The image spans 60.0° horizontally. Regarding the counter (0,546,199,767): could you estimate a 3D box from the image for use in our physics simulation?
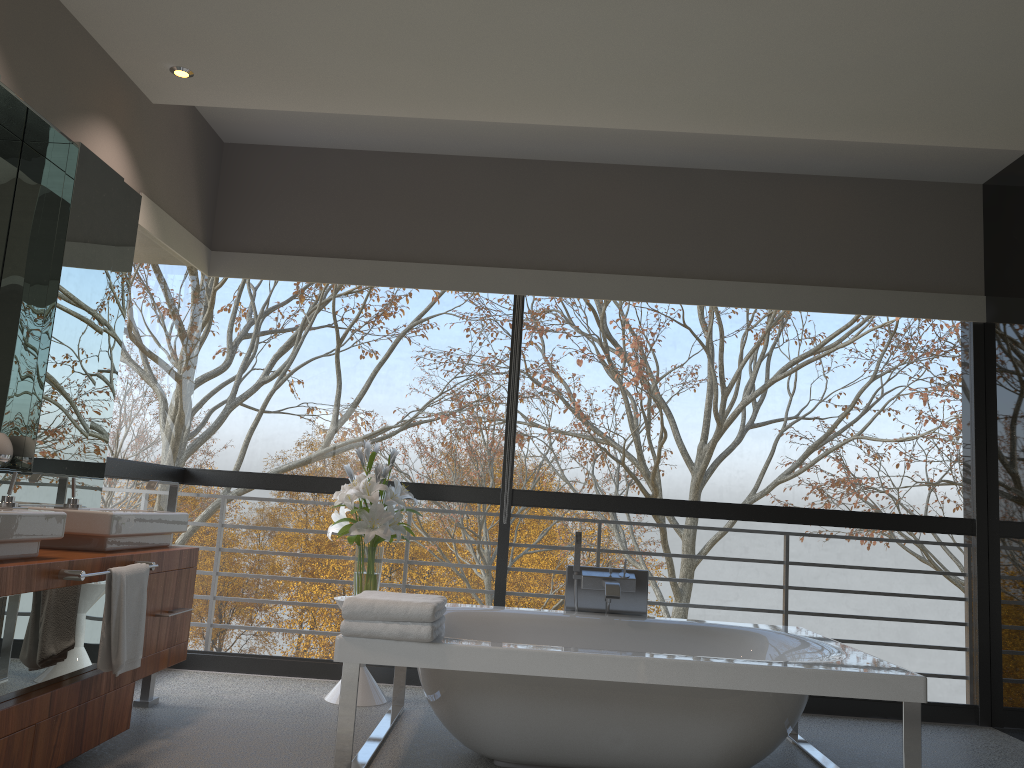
[{"bbox_3d":[-1.610,0.927,2.974,0.524,0.705,1.845,4,-8,1],"label":"counter"}]

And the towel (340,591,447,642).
[{"bbox_3d":[-0.402,0.813,3.090,0.322,0.145,0.305,3,-8,4],"label":"towel"}]

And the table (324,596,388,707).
[{"bbox_3d":[-0.746,1.308,4.375,0.307,0.479,0.307,6,-9,-15],"label":"table"}]

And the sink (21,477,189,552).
[{"bbox_3d":[-1.621,0.526,3.591,0.352,0.266,0.749,4,-8,1],"label":"sink"}]

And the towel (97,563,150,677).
[{"bbox_3d":[-1.330,0.811,3.064,0.079,0.369,0.302,3,-9,2],"label":"towel"}]

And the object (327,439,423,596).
[{"bbox_3d":[-0.718,0.677,4.468,0.450,0.797,0.459,-1,-10,29],"label":"object"}]

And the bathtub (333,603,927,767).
[{"bbox_3d":[0.382,1.247,3.549,1.958,0.505,1.325,4,-8,1],"label":"bathtub"}]

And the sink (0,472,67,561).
[{"bbox_3d":[-1.638,0.370,2.542,0.352,0.266,0.749,4,-8,1],"label":"sink"}]

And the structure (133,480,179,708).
[{"bbox_3d":[-1.605,0.929,3.943,0.069,0.990,0.302,4,-9,1],"label":"structure"}]

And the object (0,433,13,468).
[{"bbox_3d":[-1.933,0.246,3.300,0.136,0.131,0.136,-4,-12,43],"label":"object"}]

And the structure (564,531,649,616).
[{"bbox_3d":[0.447,1.155,4.174,0.402,0.886,0.329,4,-9,1],"label":"structure"}]

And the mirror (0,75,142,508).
[{"bbox_3d":[-1.923,-0.228,3.186,0.253,1.620,1.787,4,-9,1],"label":"mirror"}]
